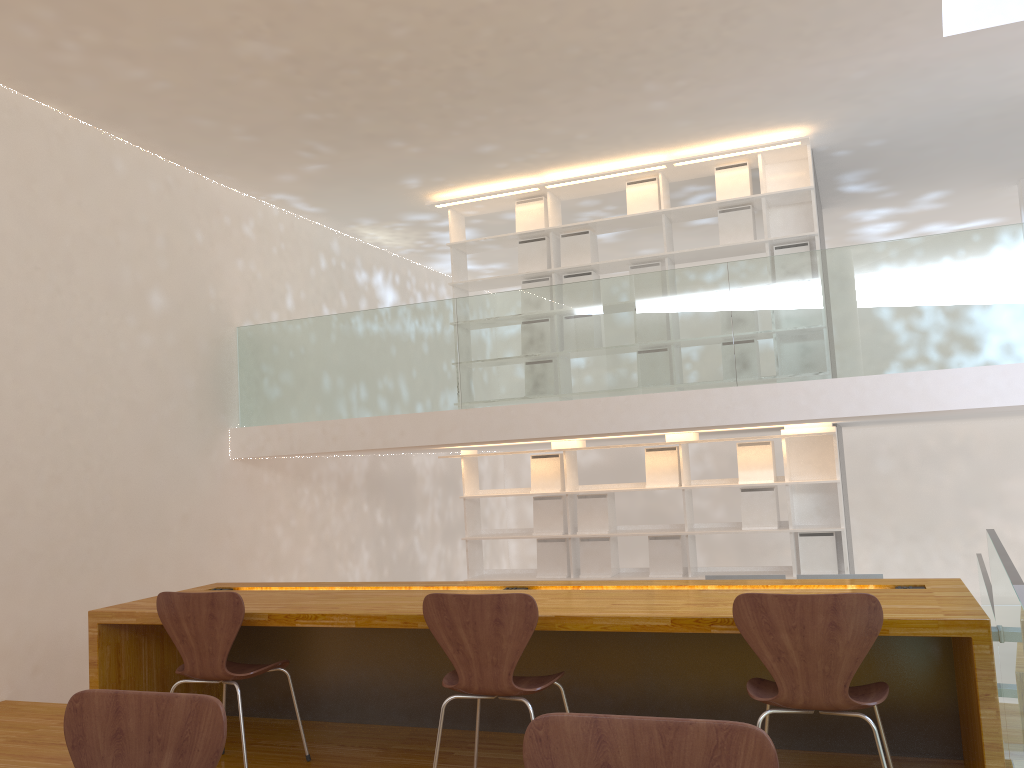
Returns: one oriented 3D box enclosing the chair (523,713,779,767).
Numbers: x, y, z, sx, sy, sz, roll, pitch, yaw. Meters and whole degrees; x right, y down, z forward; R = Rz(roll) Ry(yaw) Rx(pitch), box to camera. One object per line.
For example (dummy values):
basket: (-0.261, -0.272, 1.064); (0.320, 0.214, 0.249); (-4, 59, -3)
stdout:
chair: (0.157, 0.843, 1.161); (0.428, 0.693, 0.381); (-5, -5, 21)

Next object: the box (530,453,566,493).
box: (0.296, 0.706, 7.042); (0.245, 0.296, 0.274); (-5, -5, 21)

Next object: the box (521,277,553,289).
box: (0.224, -0.692, 7.161); (0.245, 0.296, 0.274); (-5, -5, 21)

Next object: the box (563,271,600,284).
box: (0.551, -0.722, 7.034); (0.245, 0.296, 0.274); (-5, -5, 21)

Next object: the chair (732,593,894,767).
chair: (0.875, 0.922, 2.540); (0.428, 0.693, 0.381); (-5, -5, 21)

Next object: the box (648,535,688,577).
box: (1.170, 1.282, 6.661); (0.245, 0.296, 0.274); (-5, -5, 21)

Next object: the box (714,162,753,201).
box: (1.664, -1.480, 6.646); (0.245, 0.296, 0.274); (-5, -5, 21)

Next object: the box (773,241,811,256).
box: (2.049, -0.859, 6.454); (0.245, 0.296, 0.274); (-5, -5, 21)

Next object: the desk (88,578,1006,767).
desk: (0.083, 1.256, 3.489); (3.236, 0.918, 1.285); (-5, -5, 21)

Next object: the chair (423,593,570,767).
chair: (-0.027, 1.005, 2.890); (0.428, 0.693, 0.381); (-5, -5, 21)

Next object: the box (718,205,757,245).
box: (1.681, -1.154, 6.618); (0.245, 0.296, 0.274); (-5, -5, 21)

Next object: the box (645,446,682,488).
box: (1.151, 0.625, 6.708); (0.245, 0.296, 0.274); (-5, -5, 21)

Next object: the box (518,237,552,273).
box: (0.196, -1.018, 7.193); (0.245, 0.296, 0.274); (-5, -5, 21)

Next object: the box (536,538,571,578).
box: (0.343, 1.358, 6.981); (0.245, 0.296, 0.274); (-5, -5, 21)

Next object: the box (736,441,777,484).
box: (1.783, 0.569, 6.466); (0.245, 0.296, 0.274); (-5, -5, 21)

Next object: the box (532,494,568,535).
box: (0.315, 1.032, 7.013); (0.245, 0.296, 0.274); (-5, -5, 21)

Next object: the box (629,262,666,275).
box: (1.051, -0.768, 6.840); (0.245, 0.296, 0.274); (-5, -5, 21)

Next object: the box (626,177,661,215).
box: (1.032, -1.424, 6.888); (0.245, 0.296, 0.274); (-5, -5, 21)

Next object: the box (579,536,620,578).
box: (0.670, 1.328, 6.855); (0.245, 0.296, 0.274); (-5, -5, 21)

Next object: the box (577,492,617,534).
box: (0.651, 1.002, 6.883); (0.245, 0.296, 0.274); (-5, -5, 21)

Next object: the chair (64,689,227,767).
chair: (-0.746, 0.926, 1.510); (0.428, 0.693, 0.381); (-5, -5, 21)

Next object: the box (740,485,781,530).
box: (1.800, 0.895, 6.438); (0.245, 0.296, 0.274); (-5, -5, 21)

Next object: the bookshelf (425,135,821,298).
bookshelf: (0.817, -0.738, 6.856); (2.984, 1.836, 0.498); (-5, -5, 21)

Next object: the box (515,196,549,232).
box: (0.177, -1.344, 7.221); (0.245, 0.296, 0.274); (-5, -5, 21)

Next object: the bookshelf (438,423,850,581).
bookshelf: (0.936, 1.312, 6.677); (2.984, 1.836, 0.498); (-5, -5, 21)

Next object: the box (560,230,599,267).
box: (0.532, -1.048, 7.062); (0.245, 0.296, 0.274); (-5, -5, 21)

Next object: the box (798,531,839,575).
box: (2.168, 1.190, 6.275); (0.245, 0.296, 0.274); (-5, -5, 21)

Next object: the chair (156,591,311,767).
chair: (-1.053, 1.103, 3.328); (0.428, 0.693, 0.381); (-5, -5, 21)
